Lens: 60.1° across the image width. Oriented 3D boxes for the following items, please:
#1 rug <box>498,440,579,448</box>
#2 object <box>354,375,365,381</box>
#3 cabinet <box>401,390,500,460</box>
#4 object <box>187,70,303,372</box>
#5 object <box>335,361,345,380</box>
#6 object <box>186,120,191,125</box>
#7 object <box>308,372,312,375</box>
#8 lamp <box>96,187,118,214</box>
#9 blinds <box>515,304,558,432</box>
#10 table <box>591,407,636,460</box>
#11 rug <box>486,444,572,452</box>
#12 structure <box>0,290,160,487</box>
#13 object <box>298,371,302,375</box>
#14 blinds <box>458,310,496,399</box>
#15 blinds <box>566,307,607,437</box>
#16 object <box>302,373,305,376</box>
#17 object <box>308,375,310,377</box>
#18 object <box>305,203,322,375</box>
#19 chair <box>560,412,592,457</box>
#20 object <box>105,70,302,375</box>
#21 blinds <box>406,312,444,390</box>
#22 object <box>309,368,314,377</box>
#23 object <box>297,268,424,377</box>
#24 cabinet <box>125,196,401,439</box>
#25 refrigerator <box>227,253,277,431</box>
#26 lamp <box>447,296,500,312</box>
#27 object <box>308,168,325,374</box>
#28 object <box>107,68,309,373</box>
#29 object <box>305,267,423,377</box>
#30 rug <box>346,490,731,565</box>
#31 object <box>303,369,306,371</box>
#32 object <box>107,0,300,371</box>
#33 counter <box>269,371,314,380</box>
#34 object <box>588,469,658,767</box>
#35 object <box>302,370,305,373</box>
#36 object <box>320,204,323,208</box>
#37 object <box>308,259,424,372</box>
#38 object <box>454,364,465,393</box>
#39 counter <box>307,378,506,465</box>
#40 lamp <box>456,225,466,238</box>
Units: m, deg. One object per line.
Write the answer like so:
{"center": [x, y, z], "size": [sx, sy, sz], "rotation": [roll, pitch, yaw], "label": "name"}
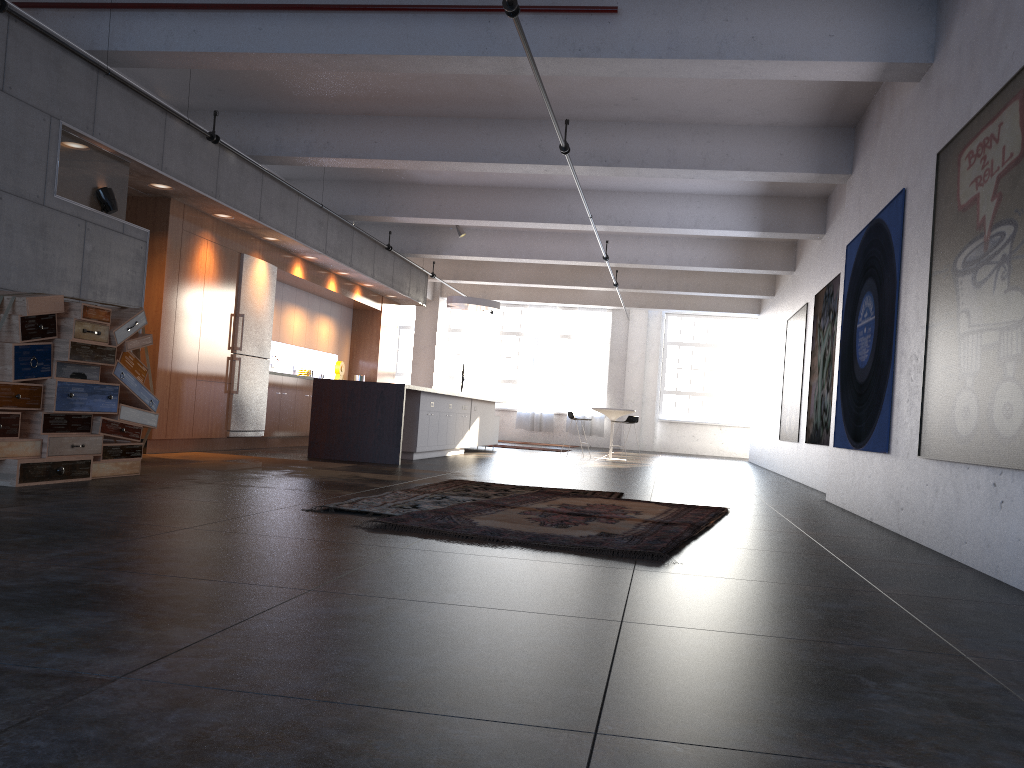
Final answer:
{"center": [0.142, 1.525, 23.076], "size": [3.112, 0.009, 1.826], "rotation": [4, -2, 8], "label": "rug"}
{"center": [-2.761, -0.070, 16.031], "size": [0.194, 0.170, 0.187], "rotation": [5, -2, -32], "label": "object"}
{"center": [-1.173, 0.670, 14.482], "size": [0.916, 0.930, 5.688], "rotation": [4, -2, 10], "label": "cabinet"}
{"center": [-3.347, -0.225, 14.068], "size": [0.058, 0.059, 0.052], "rotation": [3, -2, 44], "label": "object"}
{"center": [-2.995, -0.209, 15.421], "size": [0.099, 0.381, 0.276], "rotation": [4, -1, 10], "label": "object"}
{"center": [-3.282, -0.214, 14.189], "size": [0.063, 0.051, 0.053], "rotation": [4, -2, 1], "label": "object"}
{"center": [-5.537, -1.614, 8.733], "size": [0.061, 2.209, 12.003], "rotation": [4, -2, 24], "label": "object"}
{"center": [-3.514, -1.573, 7.650], "size": [0.213, 0.258, 0.170], "rotation": [4, -1, -10], "label": "lamp"}
{"center": [0.750, -0.549, 24.089], "size": [1.032, 3.696, 0.340], "rotation": [4, -1, 5], "label": "blinds"}
{"center": [1.876, 0.942, 16.636], "size": [0.823, 0.951, 0.835], "rotation": [4, -2, 9], "label": "table"}
{"center": [-0.195, 1.355, 19.371], "size": [2.866, 0.029, 1.867], "rotation": [4, -2, 8], "label": "rug"}
{"center": [-3.236, 0.019, 6.346], "size": [0.634, 1.314, 1.926], "rotation": [4, -2, 10], "label": "structure"}
{"center": [-3.370, -0.177, 14.073], "size": [0.053, 0.054, 0.061], "rotation": [4, -2, 0], "label": "object"}
{"center": [-0.920, -0.648, 24.321], "size": [1.026, 3.673, 0.363], "rotation": [4, -1, 7], "label": "blinds"}
{"center": [2.098, -0.466, 23.915], "size": [1.024, 3.749, 0.344], "rotation": [4, -1, 6], "label": "blinds"}
{"center": [-3.309, -0.144, 14.060], "size": [0.052, 0.053, 0.062], "rotation": [4, -2, -9], "label": "object"}
{"center": [-3.257, -0.117, 14.129], "size": [0.061, 0.053, 0.053], "rotation": [4, -2, -4], "label": "object"}
{"center": [-2.894, -1.276, 12.954], "size": [0.054, 2.227, 2.387], "rotation": [4, -2, -14], "label": "object"}
{"center": [1.200, 0.975, 16.398], "size": [0.510, 0.895, 0.459], "rotation": [4, -1, -14], "label": "chair"}
{"center": [-3.356, -0.162, 14.134], "size": [0.052, 0.053, 0.061], "rotation": [5, -2, -38], "label": "object"}
{"center": [-2.392, -0.745, 24.548], "size": [1.020, 3.712, 0.316], "rotation": [4, -1, 7], "label": "blinds"}
{"center": [-3.369, -0.178, 14.829], "size": [0.059, 0.209, 0.145], "rotation": [4, -1, 10], "label": "object"}
{"center": [-5.986, -0.069, 8.081], "size": [0.936, 1.214, 13.374], "rotation": [4, -2, 21], "label": "object"}
{"center": [-4.144, -0.575, 13.485], "size": [2.363, 2.561, 8.162], "rotation": [4, -2, 10], "label": "cabinet"}
{"center": [-3.375, -0.500, 11.369], "size": [0.219, 2.190, 0.961], "rotation": [4, -1, 7], "label": "refrigerator"}
{"center": [-0.847, -1.505, 16.655], "size": [1.029, 0.130, 1.057], "rotation": [5, -3, -35], "label": "lamp"}
{"center": [-3.278, -0.174, 14.136], "size": [0.065, 0.053, 0.050], "rotation": [6, -2, -43], "label": "object"}
{"center": [-3.283, -1.387, 10.719], "size": [0.053, 2.168, 6.876], "rotation": [4, -2, 2], "label": "object"}
{"center": [-2.492, -1.150, 15.368], "size": [0.056, 2.309, 2.971], "rotation": [4, -2, 28], "label": "object"}
{"center": [0.490, 0.904, 6.097], "size": [1.852, 0.048, 3.570], "rotation": [3, -2, 19], "label": "rug"}
{"center": [-3.571, -1.479, 9.234], "size": [0.058, 2.163, 9.931], "rotation": [4, -2, 4], "label": "object"}
{"center": [-3.379, -0.211, 14.126], "size": [0.052, 0.053, 0.062], "rotation": [5, -2, -33], "label": "object"}
{"center": [-3.671, -0.099, 14.165], "size": [1.597, 0.039, 4.491], "rotation": [4, -2, 10], "label": "counter"}
{"center": [-2.793, 1.026, 10.993], "size": [19.618, 0.001, 27.391], "rotation": [4, -2, 9], "label": "object"}
{"center": [-3.208, -1.358, 11.327], "size": [0.056, 2.189, 5.632], "rotation": [4, -2, -1], "label": "object"}
{"center": [-3.305, -0.171, 14.184], "size": [0.051, 0.053, 0.063], "rotation": [4, -2, 16], "label": "object"}
{"center": [-3.243, -0.208, 14.156], "size": [0.056, 0.060, 0.054], "rotation": [3, -2, 32], "label": "object"}
{"center": [-1.405, 0.438, 22.316], "size": [1.173, 1.919, 1.063], "rotation": [4, -1, 9], "label": "object"}
{"center": [-1.288, 0.610, 13.878], "size": [1.134, 0.971, 6.702], "rotation": [4, -2, 10], "label": "counter"}
{"center": [-0.884, -2.640, 15.083], "size": [0.223, 0.286, 0.131], "rotation": [4, -1, -8], "label": "lamp"}
